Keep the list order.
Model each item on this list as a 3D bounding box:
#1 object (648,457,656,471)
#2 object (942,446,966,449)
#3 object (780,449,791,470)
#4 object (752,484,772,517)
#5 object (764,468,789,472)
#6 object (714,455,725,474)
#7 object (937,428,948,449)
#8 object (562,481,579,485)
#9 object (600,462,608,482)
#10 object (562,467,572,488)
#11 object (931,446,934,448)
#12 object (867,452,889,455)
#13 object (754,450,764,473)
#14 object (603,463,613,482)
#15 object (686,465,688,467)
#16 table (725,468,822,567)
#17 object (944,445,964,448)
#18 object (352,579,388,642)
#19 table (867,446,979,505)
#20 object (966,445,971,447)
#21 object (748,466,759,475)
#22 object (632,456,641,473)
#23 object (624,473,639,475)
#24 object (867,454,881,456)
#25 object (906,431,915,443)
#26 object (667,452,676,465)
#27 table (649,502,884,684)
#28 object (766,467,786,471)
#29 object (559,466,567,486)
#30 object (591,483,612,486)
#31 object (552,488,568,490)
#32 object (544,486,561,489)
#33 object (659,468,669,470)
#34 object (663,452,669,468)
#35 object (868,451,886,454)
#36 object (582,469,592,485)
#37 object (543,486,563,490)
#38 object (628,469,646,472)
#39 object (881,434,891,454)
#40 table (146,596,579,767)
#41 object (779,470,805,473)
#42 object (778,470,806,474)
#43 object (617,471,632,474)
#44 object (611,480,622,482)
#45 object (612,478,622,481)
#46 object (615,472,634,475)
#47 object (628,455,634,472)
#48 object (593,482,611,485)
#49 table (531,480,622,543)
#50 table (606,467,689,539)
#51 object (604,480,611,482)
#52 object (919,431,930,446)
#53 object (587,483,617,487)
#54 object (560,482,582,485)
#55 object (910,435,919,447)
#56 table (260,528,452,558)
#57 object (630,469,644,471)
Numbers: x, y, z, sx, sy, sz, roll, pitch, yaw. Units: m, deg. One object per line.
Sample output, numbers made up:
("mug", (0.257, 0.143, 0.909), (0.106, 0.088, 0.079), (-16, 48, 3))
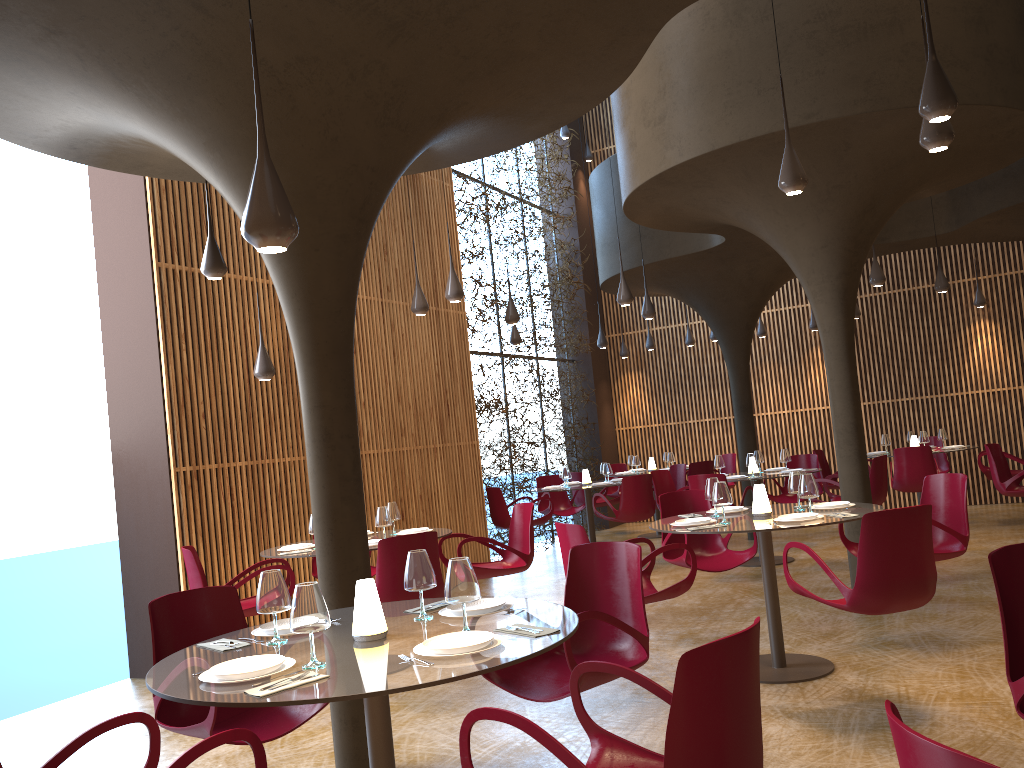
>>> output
("object", (2.439, 1.398, 15.457), (0.144, 0.232, 0.142), (-6, -3, 3))
("object", (6.429, 0.926, 12.893), (0.331, 0.014, 0.332), (-3, -5, -39))
("object", (3.518, 0.984, 11.399), (0.142, 0.295, 0.142), (-6, -3, 2))
("object", (1.842, 0.859, 6.564), (0.142, 0.232, 0.144), (-7, -3, 20))
("object", (3.532, 1.150, 11.843), (0.332, 0.014, 0.332), (-6, -4, 10))
("object", (2.714, 1.078, 11.585), (0.142, 0.295, 0.142), (-5, -3, -24))
("object", (6.378, 0.809, 13.128), (0.142, 0.295, 0.142), (-5, -3, -19))
("object", (0.907, 1.530, 13.647), (0.263, 0.029, 0.263), (-4, -4, -25))
("object", (1.399, 1.332, 13.353), (0.142, 0.295, 0.142), (-5, -3, -22))
("object", (0.795, 1.361, 12.876), (0.142, 0.295, 0.142), (-7, -3, 27))
("object", (6.314, 0.973, 13.566), (0.263, 0.029, 0.263), (-9, -5, 38))
("object", (5.516, 1.052, 13.393), (0.332, 0.014, 0.331), (-9, -5, 41))
("object", (3.289, 1.035, 11.812), (0.142, 0.295, 0.142), (-7, -3, 15))
("object", (1.390, 1.301, 12.879), (0.142, 0.295, 0.142), (-8, -4, 43))
("object", (2.966, 1.449, 15.559), (0.263, 0.029, 0.263), (-8, -4, 30))
("table", (3.194, 1.738, 11.469), (1.671, 1.129, 1.675), (-3, -5, -43))
("object", (6.428, 0.916, 12.893), (0.263, 0.029, 0.263), (-6, -4, 6))
("object", (-0.579, 0.903, 3.558), (0.142, 0.232, 0.144), (-6, -3, 5))
("table", (6.043, 1.559, 13.128), (1.675, 1.129, 1.671), (-8, -4, 37))
("object", (6.631, 0.928, 13.119), (0.262, 0.017, 0.126), (-9, -5, 38))
("object", (3.125, 1.061, 11.496), (0.142, 0.232, 0.145), (-5, -3, -17))
("object", (2.132, 1.380, 15.171), (0.142, 0.295, 0.142), (-7, -3, 27))
("object", (2.008, 1.524, 14.971), (0.261, 0.017, 0.127), (-5, -4, -17))
("object", (5.332, 1.062, 13.153), (0.262, 0.017, 0.126), (-8, -5, 34))
("object", (6.082, 0.864, 13.495), (0.142, 0.295, 0.142), (-7, -3, 27))
("object", (2.728, 1.319, 15.174), (0.142, 0.295, 0.142), (-5, -3, -13))
("table", (1.911, 1.536, 6.537), (1.671, 1.129, 1.675), (-5, -3, -9))
("object", (3.531, 1.141, 11.843), (0.263, 0.029, 0.263), (-8, -4, 29))
("object", (0.789, 1.400, 13.444), (0.142, 0.295, 0.142), (-8, -3, 39))
("object", (1.285, 1.435, 12.673), (0.332, 0.014, 0.331), (-9, -5, 36))
("object", (0.670, 1.505, 12.676), (0.261, 0.017, 0.127), (-5, -4, -17))
("object", (0.598, 1.515, 12.970), (0.263, 0.029, 0.263), (-6, -4, -1))
("object", (2.622, 1.444, 14.968), (0.263, 0.029, 0.263), (-7, -4, 20))
("object", (2.737, 1.350, 15.648), (0.142, 0.295, 0.142), (-3, -4, -45))
("object", (5.515, 1.043, 13.393), (0.263, 0.029, 0.263), (-4, -4, -27))
("object", (1.101, 1.380, 13.162), (0.142, 0.232, 0.145), (-5, -3, -7))
("object", (0.599, 1.525, 12.969), (0.332, 0.014, 0.332), (-6, -4, 9))
("object", (2.246, 1.558, 15.941), (0.332, 0.014, 0.332), (-7, -4, 20))
("object", (5.554, 0.896, 13.171), (0.142, 0.295, 0.142), (-6, -3, -1))
("table", (-0.510, 1.580, 3.531), (1.671, 1.129, 1.676), (-3, -4, -40))
("object", (3.528, 1.104, 11.160), (0.331, 0.014, 0.332), (-3, -5, -32))
("object", (3.525, 1.106, 11.157), (0.205, 0.012, 0.410), (-9, -5, 44))
("object", (1.936, 1.534, 15.265), (0.263, 0.029, 0.263), (-7, -4, 15))
("object", (1.629, 1.440, 13.264), (0.332, 0.014, 0.332), (-7, -4, 20))
("object", (1.628, 1.430, 13.264), (0.263, 0.029, 0.263), (-7, -4, 20))
("object", (1.937, 1.543, 15.264), (0.332, 0.014, 0.332), (-6, -4, 9))
("object", (2.127, 1.418, 15.739), (0.142, 0.295, 0.142), (-7, -3, 28))
("object", (1.284, 1.425, 12.673), (0.263, 0.029, 0.263), (-5, -4, -12))
("table", (1.170, 2.056, 13.135), (1.671, 1.129, 1.675), (-5, -4, -20))
("table", (2.508, 2.075, 15.430), (1.671, 1.129, 1.675), (-5, -4, -20))
("object", (1.538, 1.476, 13.551), (0.261, 0.017, 0.127), (-4, -4, -21))
("object", (5.923, 0.829, 12.741), (0.142, 0.295, 0.142), (-7, -3, 20))
("object", (1.281, 1.437, 12.671), (0.410, 0.012, 0.205), (-5, -4, -16))
("object", (0.908, 1.539, 13.646), (0.332, 0.014, 0.332), (-7, -4, 20))
("object", (5.974, 0.883, 13.155), (0.142, 0.232, 0.144), (-6, -3, 13))
("table", (-1.307, 1.950, 7.819), (1.671, 1.129, 1.675), (-5, -4, -17))
("object", (2.245, 1.548, 15.942), (0.263, 0.029, 0.263), (-5, -4, -19))
